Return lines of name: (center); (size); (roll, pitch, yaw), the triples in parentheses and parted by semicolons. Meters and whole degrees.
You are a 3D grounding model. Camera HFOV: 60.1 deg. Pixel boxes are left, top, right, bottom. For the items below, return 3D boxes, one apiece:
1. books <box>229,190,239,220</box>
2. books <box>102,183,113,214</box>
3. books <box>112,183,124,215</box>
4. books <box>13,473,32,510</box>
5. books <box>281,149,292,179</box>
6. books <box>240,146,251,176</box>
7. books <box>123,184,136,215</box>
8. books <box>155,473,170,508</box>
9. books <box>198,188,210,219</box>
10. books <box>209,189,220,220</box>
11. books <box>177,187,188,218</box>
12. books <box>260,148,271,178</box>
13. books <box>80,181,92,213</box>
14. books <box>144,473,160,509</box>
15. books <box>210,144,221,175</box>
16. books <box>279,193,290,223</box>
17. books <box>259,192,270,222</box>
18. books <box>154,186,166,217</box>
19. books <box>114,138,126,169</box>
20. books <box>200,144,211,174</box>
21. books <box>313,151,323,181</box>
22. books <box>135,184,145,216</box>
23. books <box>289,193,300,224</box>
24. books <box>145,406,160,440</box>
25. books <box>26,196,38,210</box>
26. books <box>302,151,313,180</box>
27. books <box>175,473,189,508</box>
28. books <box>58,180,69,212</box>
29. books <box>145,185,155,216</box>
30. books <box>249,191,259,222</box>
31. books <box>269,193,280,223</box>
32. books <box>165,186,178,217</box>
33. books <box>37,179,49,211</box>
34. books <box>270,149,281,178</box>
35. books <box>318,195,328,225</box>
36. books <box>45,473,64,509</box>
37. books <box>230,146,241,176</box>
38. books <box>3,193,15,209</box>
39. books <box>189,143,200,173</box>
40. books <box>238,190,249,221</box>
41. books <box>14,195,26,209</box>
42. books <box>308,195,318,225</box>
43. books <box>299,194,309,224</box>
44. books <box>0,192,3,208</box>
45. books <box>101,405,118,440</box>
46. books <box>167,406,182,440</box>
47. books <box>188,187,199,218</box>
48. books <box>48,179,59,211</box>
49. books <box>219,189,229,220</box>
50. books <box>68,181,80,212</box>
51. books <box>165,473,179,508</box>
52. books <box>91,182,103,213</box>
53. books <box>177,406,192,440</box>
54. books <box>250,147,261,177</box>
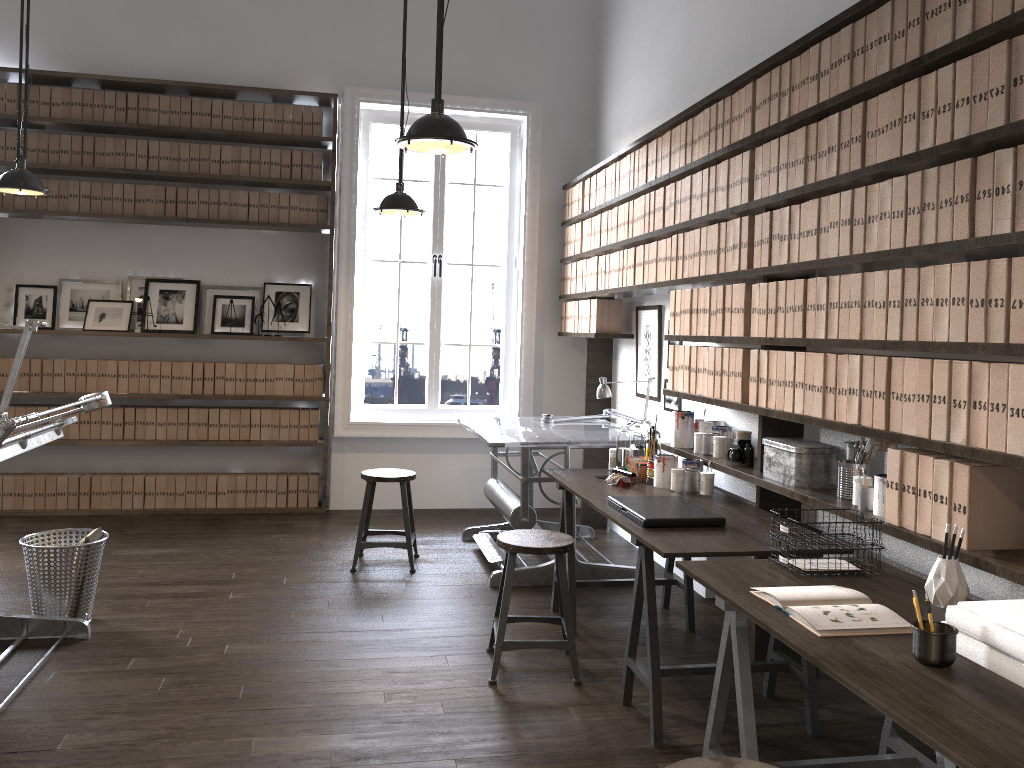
books: (-1.988, -1.267, 6.358); (0.066, 0.225, 0.175); (2, 1, -11)
books: (-2.811, -1.282, 6.197); (0.066, 0.225, 0.174); (2, 1, -11)
books: (-2.742, -1.281, 6.207); (0.066, 0.225, 0.174); (2, 1, -11)
books: (-3.376, 0.739, 6.109); (0.066, 0.225, 0.175); (2, 1, -11)
books: (-1.637, -1.572, 6.426); (0.066, 0.225, 0.175); (2, 1, -11)
books: (-1.911, -1.577, 6.365); (0.067, 0.226, 0.175); (2, 1, -11)
books: (-2.671, -1.279, 6.218); (0.066, 0.225, 0.175); (2, 1, -11)
books: (-2.477, 0.756, 6.285); (0.066, 0.225, 0.175); (2, 1, -11)
books: (-2.189, -1.271, 6.320); (0.066, 0.225, 0.174); (2, 1, -11)
books: (-2.120, -1.269, 6.333); (0.066, 0.225, 0.175); (2, 1, -11)
books: (-2.329, -1.273, 6.293); (0.066, 0.225, 0.175); (2, 1, -11)
books: (-1.776, -1.575, 6.397); (0.066, 0.225, 0.174); (2, 1, -11)
books: (-2.948, -1.285, 6.164); (0.067, 0.226, 0.175); (2, 1, -11)
books: (-2.547, 0.755, 6.269); (0.067, 0.226, 0.175); (2, 1, -11)
books: (-2.109, -1.581, 6.327); (0.067, 0.226, 0.175); (2, 1, -11)
books: (-1.649, -1.260, 6.424); (0.066, 0.225, 0.174); (2, 1, -11)
books: (-1.786, -1.263, 6.399); (0.066, 0.225, 0.175); (2, 1, -11)
books: (-2.475, -1.276, 6.264); (0.066, 0.225, 0.175); (2, 1, -11)
books: (-2.728, -1.592, 6.203); (0.067, 0.226, 0.175); (2, 1, -11)
books: (-2.179, -1.582, 6.317); (0.066, 0.225, 0.175); (2, 1, -11)
books: (-1.416, -1.568, 6.467); (0.066, 0.225, 0.175); (2, 1, -11)
books: (-2.600, -1.278, 6.232); (0.067, 0.226, 0.175); (2, 1, -11)
books: (-1.577, -1.259, 6.434); (0.066, 0.225, 0.175); (2, 1, -11)
books: (-2.540, 0.273, 6.263); (0.066, 0.225, 0.175); (2, 1, -11)
books: (-3.282, -1.291, 6.103); (0.066, 0.225, 0.174); (2, 1, -11)
books: (-1.491, -1.569, 6.455); (0.066, 0.225, 0.175); (2, 1, -11)
books: (-2.349, 0.758, 6.307); (0.067, 0.226, 0.175); (2, 1, -11)
books: (-3.081, -1.287, 6.142); (0.066, 0.225, 0.175); (2, 1, -11)
books: (-2.538, -1.277, 6.248); (0.066, 0.225, 0.175); (2, 1, -11)
books: (-1.855, -1.264, 6.381); (0.067, 0.226, 0.175); (2, 1, -11)
books: (-1.718, -1.262, 6.414); (0.066, 0.225, 0.174); (2, 1, -11)
books: (-2.401, -1.274, 6.273); (0.067, 0.226, 0.175); (2, 1, -11)
books: (-3.213, -1.290, 6.117); (0.066, 0.225, 0.175); (2, 1, -11)
books: (-1.706, -1.573, 6.407); (0.066, 0.225, 0.174); (2, 1, -11)
books: (-1.383, -1.256, 6.478); (0.066, 0.225, 0.175); (2, 1, -11)
books: (-3.175, 0.743, 6.150); (0.066, 0.225, 0.174); (2, 1, -11)
books: (-1.977, -1.579, 6.356); (0.066, 0.225, 0.175); (2, 1, -11)
books: (-3.422, -1.294, 6.076); (0.066, 0.225, 0.175); (2, 1, -11)
books: (-2.248, -1.584, 6.305); (0.066, 0.225, 0.174); (2, 1, -11)
books: (-1.926, -1.266, 6.369); (0.066, 0.225, 0.175); (2, 1, -11)
books: (-3.351, -1.292, 6.085); (0.066, 0.225, 0.174); (2, 1, -11)
books: (-1.451, -1.257, 6.464); (0.066, 0.225, 0.175); (2, 1, -11)
books: (-1.512, -1.258, 6.447); (0.067, 0.226, 0.175); (2, 1, -11)
books: (-3.494, -1.295, 6.056); (0.067, 0.226, 0.175); (2, 1, -11)
books: (-2.820, 0.268, 6.210); (0.066, 0.225, 0.174); (2, 1, -11)
books: (-2.402, 0.275, 6.298); (0.066, 0.225, 0.174); (2, 1, -11)
books: (-2.258, -1.272, 6.302); (0.066, 0.225, 0.174); (2, 1, -11)
books: (-3.146, -1.288, 6.124); (0.067, 0.226, 0.175); (2, 1, -11)
books: (-2.052, -1.268, 6.341); (0.067, 0.226, 0.175); (2, 1, -11)
books: (-3.019, -1.286, 6.152); (0.066, 0.225, 0.175); (2, 1, -11)
books: (-2.415, 0.757, 6.299); (0.066, 0.225, 0.175); (2, 1, -11)
books: (-2.879, -1.284, 6.182); (0.066, 0.225, 0.175); (2, 1, -11)
books: (-2.333, 0.277, 6.310); (0.066, 0.225, 0.175); (2, 1, -11)
books: (-1.846, -1.576, 6.384); (0.066, 0.225, 0.175); (2, 1, -11)
